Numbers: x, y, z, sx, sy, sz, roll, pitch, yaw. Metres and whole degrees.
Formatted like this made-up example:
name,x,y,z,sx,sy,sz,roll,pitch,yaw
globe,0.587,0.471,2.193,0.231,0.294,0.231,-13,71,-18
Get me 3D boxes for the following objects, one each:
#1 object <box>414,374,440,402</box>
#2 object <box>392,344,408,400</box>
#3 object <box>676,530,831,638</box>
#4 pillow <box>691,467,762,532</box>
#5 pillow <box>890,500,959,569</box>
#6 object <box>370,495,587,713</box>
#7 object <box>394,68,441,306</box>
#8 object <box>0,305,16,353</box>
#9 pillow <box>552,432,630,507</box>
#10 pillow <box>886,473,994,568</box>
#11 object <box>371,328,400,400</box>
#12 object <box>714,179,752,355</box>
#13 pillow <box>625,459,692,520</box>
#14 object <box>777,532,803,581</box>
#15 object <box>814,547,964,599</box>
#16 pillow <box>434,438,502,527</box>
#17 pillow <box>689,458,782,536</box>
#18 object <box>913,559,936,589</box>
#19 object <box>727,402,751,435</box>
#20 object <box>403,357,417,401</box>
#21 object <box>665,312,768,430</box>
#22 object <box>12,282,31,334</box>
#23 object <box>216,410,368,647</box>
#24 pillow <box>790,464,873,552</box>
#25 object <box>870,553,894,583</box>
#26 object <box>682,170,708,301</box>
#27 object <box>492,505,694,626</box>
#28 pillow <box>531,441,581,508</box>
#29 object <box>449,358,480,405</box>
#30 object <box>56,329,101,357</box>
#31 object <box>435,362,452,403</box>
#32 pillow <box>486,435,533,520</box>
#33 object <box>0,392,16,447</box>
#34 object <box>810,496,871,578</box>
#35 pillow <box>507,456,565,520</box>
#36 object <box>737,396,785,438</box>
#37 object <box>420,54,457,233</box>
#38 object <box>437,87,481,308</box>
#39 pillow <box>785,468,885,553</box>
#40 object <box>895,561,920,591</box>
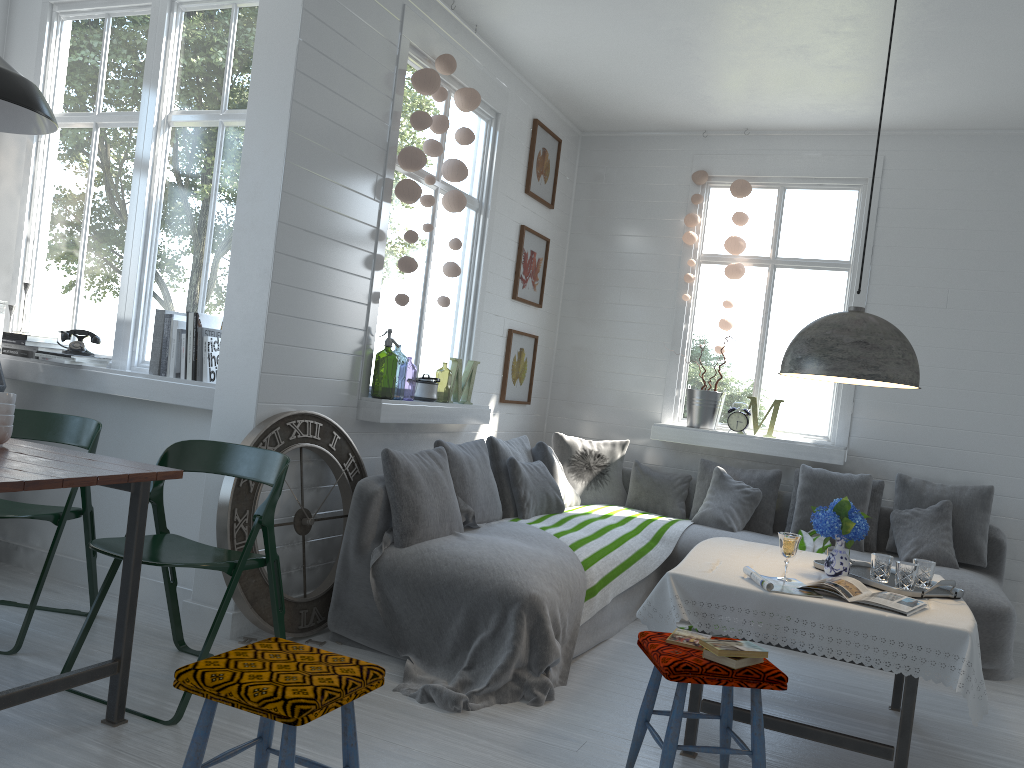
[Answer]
name,x,y,z,sx,sy,sz,roll,pitch,yaw
object,-0.568,0.021,5.696,0.208,0.174,0.186,7,0,4
object,-0.703,-0.072,5.334,0.137,0.335,0.137,7,1,31
object,1.781,1.201,5.893,1.582,0.833,0.621,7,1,-42
pillow,1.583,0.862,6.541,0.380,0.463,0.417,7,1,38
pillow,2.802,1.007,6.007,0.380,0.463,0.416,7,1,9
object,-0.175,0.998,4.641,1.213,0.925,1.682,7,0,-26
object,-0.593,-1.161,5.233,0.197,1.405,0.193,7,1,-16
object,-2.951,-0.319,5.210,0.095,0.289,0.095,8,1,42
pillow,0.654,0.702,7.085,0.639,0.561,0.395,7,1,-27
pillow,2.995,0.945,6.208,0.638,0.561,0.279,7,1,24
object,-0.738,-0.120,5.199,0.136,0.415,0.136,7,1,21
object,1.785,-0.948,7.178,0.197,1.427,0.200,6,1,-26
pillow,1.176,0.847,7.004,0.495,0.438,0.280,7,1,25
object,1.145,0.719,3.687,0.098,0.192,0.098,8,1,44
object,1.689,0.850,4.002,0.399,0.092,0.650,7,0,-24
pillow,-0.261,0.608,5.487,0.280,0.521,0.641,7,0,24
pillow,1.702,0.872,6.772,0.638,0.522,0.279,7,1,23
object,1.823,0.842,3.935,0.096,0.119,0.095,6,1,-42
object,1.791,0.271,7.009,0.182,0.250,0.075,7,1,24
object,-0.645,-0.033,5.462,0.110,0.270,0.111,8,1,42
object,1.538,-0.108,6.910,0.635,0.936,0.847,7,1,-19
object,-2.811,-0.438,5.112,0.095,0.289,0.095,8,1,42
object,-1.009,0.715,4.539,0.584,1.138,1.111,7,1,9
pillow,2.293,0.896,6.368,0.509,0.573,0.296,7,1,23
object,1.646,0.821,3.957,0.095,0.119,0.095,7,1,8
object,1.493,-1.233,7.367,0.153,1.089,0.150,7,1,-1
object,0.345,1.127,5.602,1.043,0.473,3.166,7,0,24
pillow,0.281,0.680,6.565,0.344,0.526,0.616,7,0,23
object,-0.354,-0.016,6.141,0.052,0.311,0.331,7,1,34
object,-2.445,-0.236,4.992,0.203,0.146,0.171,7,0,27
object,-0.460,-0.010,5.912,0.110,0.270,0.111,8,1,42
pillow,0.027,0.645,6.122,0.278,0.561,0.639,7,1,24
object,-2.097,0.125,3.420,0.309,0.216,0.149,7,1,-34
object,1.445,0.679,3.933,0.265,0.377,0.236,7,1,26
pillow,0.117,0.712,6.001,0.277,0.445,0.528,7,1,38
object,1.982,0.265,7.063,0.330,0.311,0.052,7,1,14
object,-0.466,-1.468,5.432,0.150,1.089,0.152,6,1,-31
object,-0.372,-1.206,5.729,0.196,1.427,0.200,7,1,34
pillow,2.358,0.921,6.497,0.640,0.521,0.280,7,1,24
object,1.688,0.826,3.800,0.096,0.119,0.095,6,1,-42
